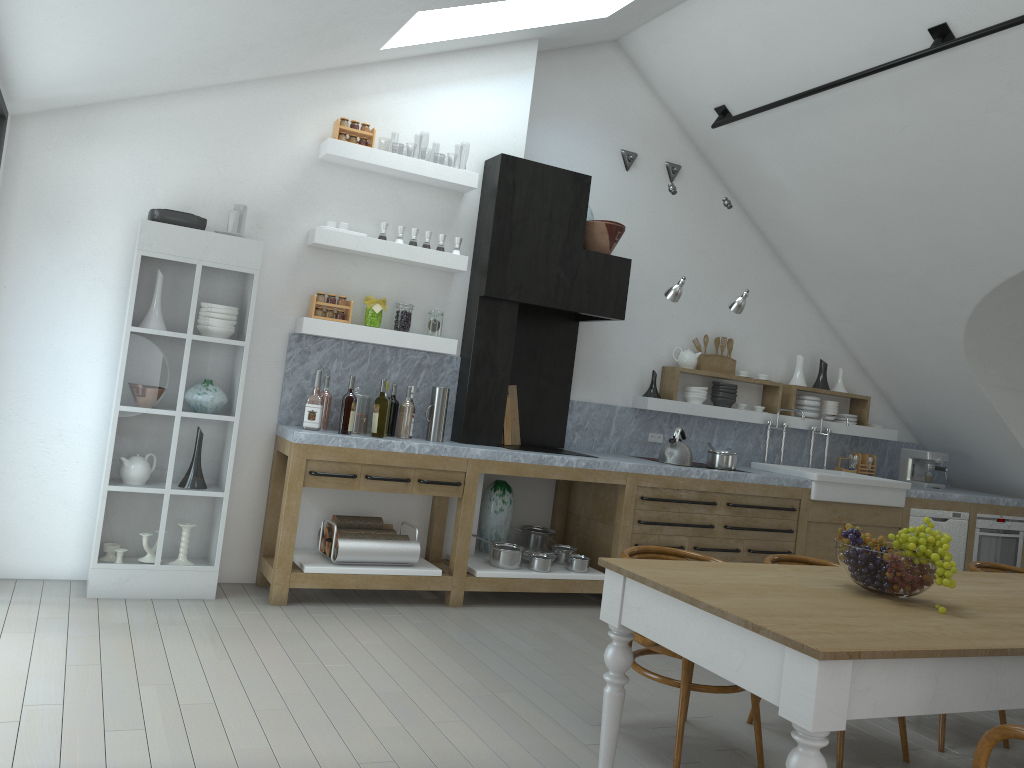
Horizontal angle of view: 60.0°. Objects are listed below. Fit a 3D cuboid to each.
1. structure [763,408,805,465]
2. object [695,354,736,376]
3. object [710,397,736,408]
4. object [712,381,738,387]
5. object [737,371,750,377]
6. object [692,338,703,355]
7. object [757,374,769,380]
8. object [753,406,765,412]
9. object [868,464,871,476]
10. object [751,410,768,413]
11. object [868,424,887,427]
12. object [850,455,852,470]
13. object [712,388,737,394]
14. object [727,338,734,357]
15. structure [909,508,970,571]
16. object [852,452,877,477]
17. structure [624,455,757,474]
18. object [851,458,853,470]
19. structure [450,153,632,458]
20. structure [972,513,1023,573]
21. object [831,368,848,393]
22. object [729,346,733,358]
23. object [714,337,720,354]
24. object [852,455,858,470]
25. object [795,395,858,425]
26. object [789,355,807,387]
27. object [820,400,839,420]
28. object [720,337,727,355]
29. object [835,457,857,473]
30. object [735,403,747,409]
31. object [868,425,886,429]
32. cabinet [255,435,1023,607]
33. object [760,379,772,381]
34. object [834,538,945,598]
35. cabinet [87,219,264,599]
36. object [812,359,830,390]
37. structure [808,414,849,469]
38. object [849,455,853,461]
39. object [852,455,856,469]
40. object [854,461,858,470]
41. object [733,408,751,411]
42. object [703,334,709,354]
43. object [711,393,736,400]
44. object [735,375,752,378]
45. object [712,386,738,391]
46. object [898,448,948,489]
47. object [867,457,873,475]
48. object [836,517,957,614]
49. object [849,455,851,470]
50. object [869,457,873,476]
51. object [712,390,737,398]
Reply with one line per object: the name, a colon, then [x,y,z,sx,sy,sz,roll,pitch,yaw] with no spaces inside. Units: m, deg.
structure: [2.256,0.468,7.245,0.333,0.530,0.213,5,-3,45]
object: [1.673,-0.163,7.252,0.353,0.158,0.084,8,-2,-26]
object: [1.722,0.156,7.240,0.205,0.072,0.206,8,-1,-38]
object: [1.739,0.028,7.252,0.205,0.080,0.205,8,-1,-23]
object: [1.918,-0.079,7.356,0.098,0.049,0.098,8,-1,-28]
object: [1.538,-0.243,7.194,0.199,0.259,0.016,8,-2,-15]
object: [2.110,-0.054,7.448,0.098,0.049,0.098,8,-1,-28]
object: [2.071,0.212,7.434,0.098,0.049,0.098,8,-1,-28]
object: [3.189,0.749,7.900,0.018,0.196,0.020,7,-2,-4]
object: [2.068,0.235,7.433,0.163,0.012,0.164,7,-1,-8]
object: [3.267,0.380,8.002,0.213,0.025,0.213,8,-1,-38]
object: [2.979,0.721,7.804,0.018,0.196,0.020,8,-3,-16]
object: [1.733,0.081,7.244,0.205,0.072,0.206,8,-1,-38]
object: [1.773,-0.228,7.291,0.067,0.298,0.039,8,-3,-26]
structure: [3.299,1.420,7.435,0.723,0.824,0.599,8,-2,-26]
object: [3.135,0.731,7.906,0.200,0.223,0.104,8,-2,-26]
structure: [1.320,0.618,6.594,0.736,0.041,0.648,7,-1,-26]
object: [2.976,0.730,7.775,0.019,0.179,0.044,6,-3,29]
structure: [0.152,-0.501,6.189,1.074,1.887,0.781,8,-2,-26]
structure: [3.986,1.414,7.762,0.631,0.637,0.631,8,-2,-26]
object: [2.900,-0.032,7.833,0.155,0.219,0.156,9,-3,-44]
object: [1.799,-0.225,7.323,0.057,0.294,0.030,8,-3,-26]
object: [1.679,-0.241,7.264,0.061,0.300,0.040,8,-3,-28]
object: [3.005,0.721,7.776,0.040,0.192,0.042,7,-2,11]
object: [2.750,0.231,7.738,0.656,0.196,0.198,8,-2,-26]
object: [2.471,-0.113,7.618,0.156,0.268,0.156,9,-3,-37]
object: [2.761,0.229,7.717,0.158,0.160,0.154,7,-2,2]
object: [1.718,-0.236,7.261,0.057,0.299,0.019,8,-3,-26]
object: [2.938,0.731,7.799,0.172,0.171,0.100,8,-2,-24]
object: [1.899,0.189,7.351,0.098,0.049,0.098,8,-1,-28]
object: [3.266,0.389,8.001,0.213,0.025,0.213,8,-1,-38]
cabinet: [1.393,1.188,6.691,6.417,1.023,1.004,7,-2,-26]
object: [2.107,-0.030,7.447,0.163,0.012,0.164,7,-1,-8]
object: [1.271,0.634,2.995,0.360,0.160,0.359,6,-1,45]
cabinet: [-1.867,0.148,4.922,0.641,1.992,0.361,8,-3,-26]
object: [2.707,-0.082,7.729,0.156,0.268,0.156,8,-2,-21]
structure: [2.692,0.525,7.456,0.333,0.530,0.213,5,-3,45]
object: [2.984,0.719,7.820,0.040,0.192,0.042,7,-2,12]
object: [2.996,0.723,7.792,0.018,0.196,0.023,9,-3,-31]
object: [3.012,0.734,7.787,0.019,0.179,0.044,9,-3,-41]
object: [1.896,0.213,7.350,0.163,0.012,0.164,7,-1,-8]
object: [1.572,-0.256,7.213,0.055,0.299,0.027,8,-3,-26]
object: [1.725,0.130,7.241,0.205,0.086,0.205,7,-1,12]
object: [1.916,-0.055,7.355,0.163,0.012,0.164,7,-1,-8]
object: [1.738,0.056,7.250,0.205,0.084,0.205,7,-1,2]
object: [3.687,0.756,7.821,0.324,0.321,0.387,8,-2,-26]
object: [3.181,0.744,7.886,0.040,0.192,0.042,6,-3,24]
object: [1.277,0.570,2.968,0.394,0.284,0.291,6,-2,28]
object: [2.974,0.720,7.795,0.022,0.196,0.019,9,-3,-37]
object: [3.196,0.749,7.908,0.022,0.196,0.019,8,-3,-25]
object: [1.733,0.103,7.238,0.205,0.086,0.205,7,-1,17]
